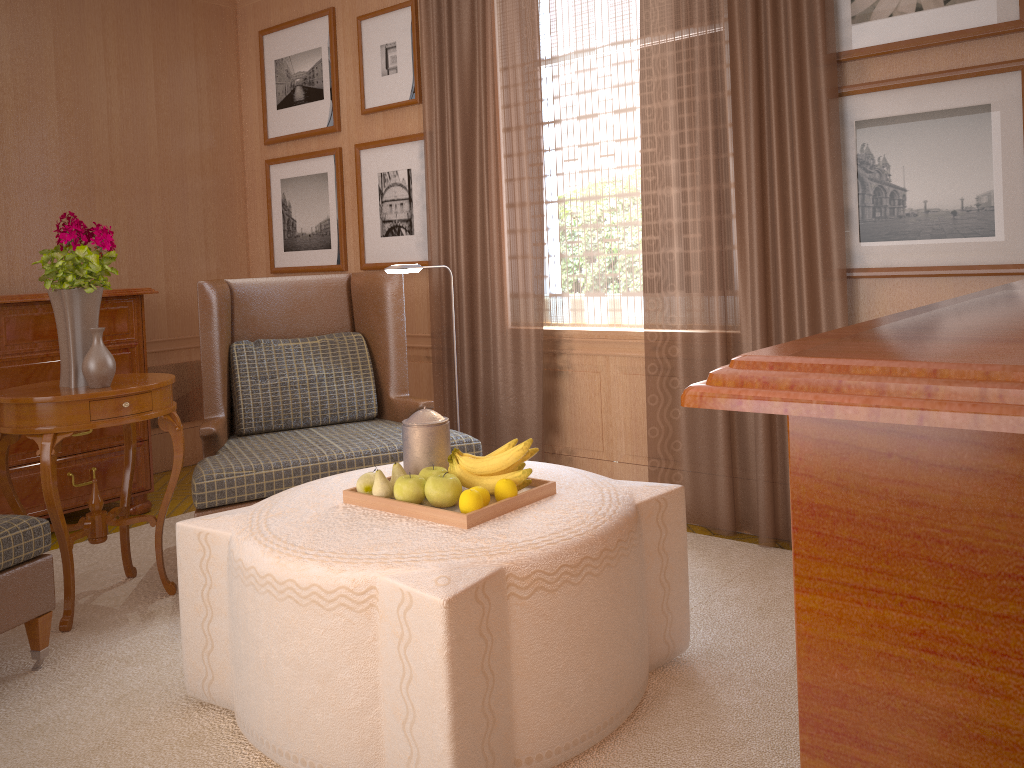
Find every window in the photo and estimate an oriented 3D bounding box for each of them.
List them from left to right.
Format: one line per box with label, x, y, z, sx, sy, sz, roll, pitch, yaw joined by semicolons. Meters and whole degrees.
window;0.974;-2.092;7.227;2.433;3.368;0.851;0;3;39

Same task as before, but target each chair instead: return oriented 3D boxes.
chair;-3.489;0.651;3.913;1.718;1.967;1.926;-1;5;14
chair;-1.440;0.192;6.461;1.916;1.967;1.727;-5;5;-26

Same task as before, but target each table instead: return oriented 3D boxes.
table;-2.609;0.685;5.501;1.044;1.368;0.926;-6;5;-43

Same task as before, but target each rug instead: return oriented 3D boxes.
rug;-1.870;1.590;3.820;6.001;0.020;8.020;4;11;39

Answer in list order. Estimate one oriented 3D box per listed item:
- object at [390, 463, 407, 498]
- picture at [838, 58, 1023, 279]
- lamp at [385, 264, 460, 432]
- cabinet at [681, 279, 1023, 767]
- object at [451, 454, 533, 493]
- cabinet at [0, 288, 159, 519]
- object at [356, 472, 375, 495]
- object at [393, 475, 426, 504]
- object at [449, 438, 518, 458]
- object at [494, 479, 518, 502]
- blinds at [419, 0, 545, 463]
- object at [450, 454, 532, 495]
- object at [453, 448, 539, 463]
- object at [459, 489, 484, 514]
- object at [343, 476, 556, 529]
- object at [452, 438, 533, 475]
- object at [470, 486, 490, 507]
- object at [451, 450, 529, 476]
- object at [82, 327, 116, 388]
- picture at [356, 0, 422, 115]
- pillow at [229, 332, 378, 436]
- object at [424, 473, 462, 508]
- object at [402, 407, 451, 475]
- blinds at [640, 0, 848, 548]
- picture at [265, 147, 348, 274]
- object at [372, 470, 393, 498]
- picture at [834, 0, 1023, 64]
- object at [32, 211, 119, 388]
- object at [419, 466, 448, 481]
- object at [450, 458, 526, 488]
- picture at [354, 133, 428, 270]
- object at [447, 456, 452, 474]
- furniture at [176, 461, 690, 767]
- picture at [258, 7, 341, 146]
object;-0.532;0.471;4.233;0.130;0.196;0.130;-3;3;-15
picture;2.535;-1.285;5.448;1.250;1.245;0.048;1;3;39
lamp;-0.592;0.112;6.574;0.563;2.021;0.632;-3;2;1
cabinet;1.645;0.787;1.628;1.416;1.935;2.787;0;6;39
object;-0.101;0.419;4.110;0.396;0.172;0.073;-1;3;15
cabinet;-4.423;0.286;6.997;1.416;1.935;2.787;0;6;39
object;-0.697;0.487;4.258;0.133;0.127;0.195;-5;7;-31
object;-0.469;0.493;4.070;0.156;0.134;0.160;2;7;43
object;-0.151;0.362;4.298;0.377;0.159;0.104;-6;5;-27
object;-0.027;0.497;4.024;0.107;0.133;0.115;-3;4;-4
blinds;-0.242;-1.417;7.571;1.427;4.786;0.267;-1;2;41
object;-0.099;0.424;4.167;0.385;0.199;0.062;-2;2;4
object;-0.075;0.352;4.230;0.408;0.128;0.091;-3;4;-2
object;-0.178;0.525;3.845;0.107;0.133;0.115;-3;4;-4
object;-0.300;0.519;4.220;0.801;0.059;0.644;4;10;39
object;-0.098;0.340;4.120;0.403;0.169;0.071;-1;3;16
object;-0.158;0.516;3.939;0.111;0.110;0.134;2;7;42
object;-0.099;0.376;4.189;0.376;0.172;0.065;-2;2;6
object;-2.498;-0.159;5.318;0.186;0.357;0.186;-3;3;-17
picture;-1.179;-3.094;8.380;0.805;0.955;0.048;1;3;39
pillow;-1.634;-0.017;6.853;1.077;0.705;0.540;-6;5;-26
object;-0.313;0.488;4.022;0.172;0.146;0.170;-3;5;-4
object;-0.428;0.309;4.409;0.234;0.391;0.236;-2;3;6
blinds;1.561;-1.292;6.107;1.446;4.776;0.268;-1;2;38
picture;-2.189;-1.800;9.283;1.250;1.245;0.048;1;3;39
object;-0.611;0.472;4.145;0.098;0.148;0.098;-3;3;-15
picture;2.472;-2.687;5.417;1.250;1.245;0.048;1;3;39
object;-2.667;-0.536;5.446;0.524;1.086;0.458;-1;3;38
object;-0.374;0.468;4.212;0.156;0.134;0.160;2;7;43
object;-0.118;0.418;4.260;0.395;0.182;0.062;-5;3;-22
picture;-1.117;-1.723;8.410;1.050;1.245;0.048;1;3;39
object;-0.159;0.412;4.311;0.394;0.185;0.071;-8;5;-36
furniture;-0.343;0.992;4.279;1.951;0.896;1.967;3;9;36
picture;-2.252;-3.202;9.252;1.250;1.245;0.048;1;3;39
